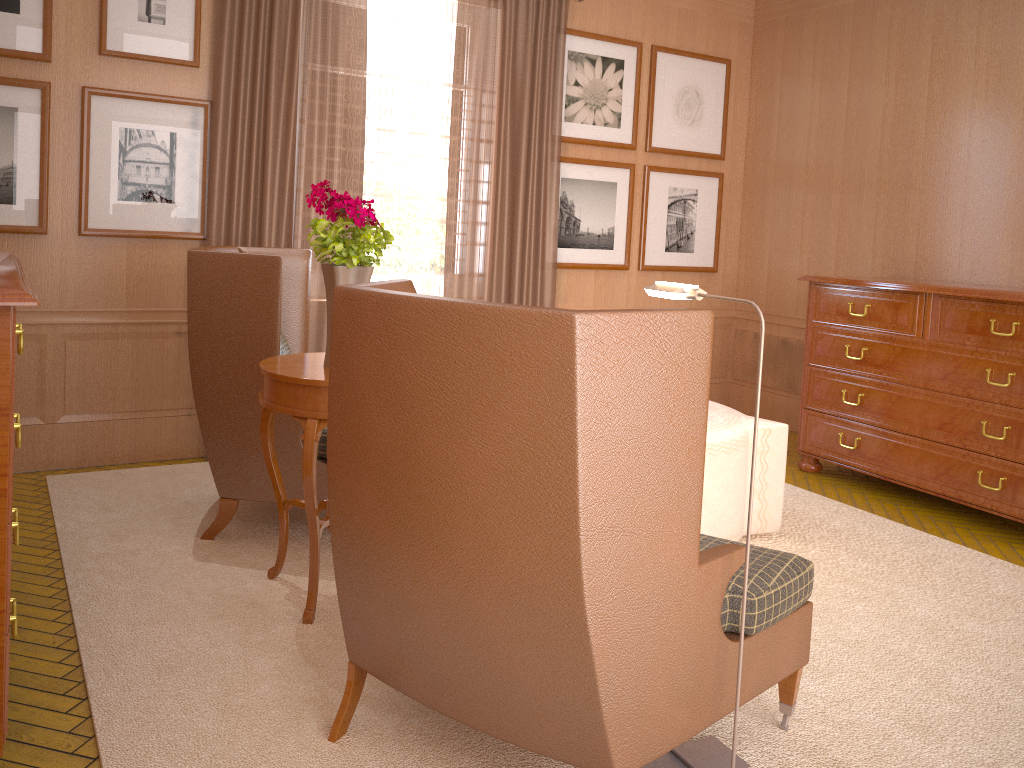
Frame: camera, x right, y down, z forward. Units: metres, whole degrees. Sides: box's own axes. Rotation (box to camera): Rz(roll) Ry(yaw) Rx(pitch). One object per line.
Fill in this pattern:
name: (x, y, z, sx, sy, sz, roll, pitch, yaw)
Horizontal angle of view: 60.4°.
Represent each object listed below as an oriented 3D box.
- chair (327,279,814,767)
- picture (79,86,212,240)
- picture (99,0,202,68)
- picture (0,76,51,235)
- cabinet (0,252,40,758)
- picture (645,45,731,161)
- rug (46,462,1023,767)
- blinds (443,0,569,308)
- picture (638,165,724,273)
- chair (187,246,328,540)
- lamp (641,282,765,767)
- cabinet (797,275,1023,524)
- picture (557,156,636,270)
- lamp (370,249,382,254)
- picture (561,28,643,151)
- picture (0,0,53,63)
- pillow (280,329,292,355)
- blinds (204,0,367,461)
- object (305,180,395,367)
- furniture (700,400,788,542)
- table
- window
chair: (0.146, 0.575, 3.874, 1.922, 1.959, 1.728, 7, 8, 34)
picture: (-3.164, -1.891, 7.643, 1.049, 1.240, 0.048, -1, 5, -31)
picture: (-3.092, -3.254, 7.566, 0.805, 0.951, 0.048, -1, 5, -31)
picture: (-4.353, -1.827, 6.939, 1.250, 1.240, 0.048, -1, 5, -31)
cabinet: (-3.067, 0.411, 4.064, 1.416, 1.927, 2.800, 0, 8, -31)
picture: (2.154, -3.392, 10.685, 1.250, 1.240, 0.048, -1, 5, -31)
rug: (0.750, 1.340, 5.367, 5.998, 0.020, 8.055, -3, 12, -30)
blinds: (-0.086, -1.817, 9.361, 1.446, 4.756, 0.269, 1, 4, -32)
picture: (2.081, -1.998, 10.763, 1.250, 1.240, 0.048, -1, 5, -31)
chair: (-1.527, -0.011, 6.677, 1.719, 1.959, 1.933, 2, 7, -6)
lamp: (0.725, 0.606, 3.702, 0.632, 2.017, 0.565, 5, 4, 30)
cabinet: (4.068, 0.100, 7.902, 1.416, 1.927, 2.800, 0, 8, -31)
picture: (0.872, -1.933, 10.047, 1.250, 1.240, 0.048, -1, 5, -31)
lamp: (-1.337, -0.176, 7.511, 0.631, 2.012, 0.566, 4, 4, 21)
picture: (0.945, -3.327, 9.969, 1.250, 1.240, 0.048, -1, 5, -31)
picture: (-4.280, -3.221, 6.860, 1.250, 1.240, 0.048, -1, 5, -31)
pillow: (-1.954, -0.186, 6.629, 0.538, 0.701, 1.088, 2, 8, -6)
blinds: (-2.084, -1.705, 8.176, 1.427, 4.767, 0.268, 1, 4, -30)
object: (-0.959, -0.644, 5.169, 0.525, 1.081, 0.460, 0, 5, -32)
furniture: (0.872, 0.601, 6.955, 1.952, 0.892, 1.973, -3, 11, -33)
table: (-1.049, 0.571, 5.250, 0.924, 1.362, 1.050, 1, 6, -23)
window: (-1.308, -2.517, 9.193, 2.433, 3.355, 0.854, 0, 5, -31)
